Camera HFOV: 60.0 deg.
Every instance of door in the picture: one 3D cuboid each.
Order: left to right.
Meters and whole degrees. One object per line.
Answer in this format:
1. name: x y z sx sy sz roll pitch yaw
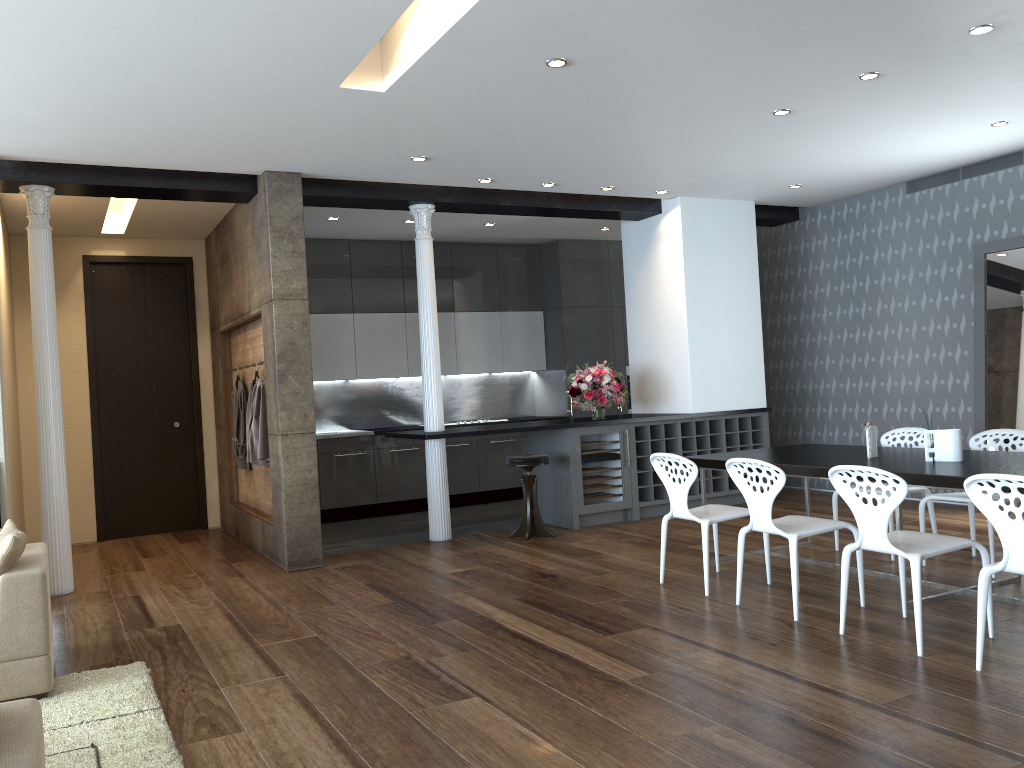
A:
1. door: -3.719 0.124 8.997 1.037 2.814 0.246 -3 0 -27

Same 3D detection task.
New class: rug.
1. rug: -3.024 1.451 2.121 4.231 0.020 2.972 -3 0 -27

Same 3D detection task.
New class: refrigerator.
1. refrigerator: 0.816 0.758 7.979 0.578 0.774 0.075 -3 0 -24

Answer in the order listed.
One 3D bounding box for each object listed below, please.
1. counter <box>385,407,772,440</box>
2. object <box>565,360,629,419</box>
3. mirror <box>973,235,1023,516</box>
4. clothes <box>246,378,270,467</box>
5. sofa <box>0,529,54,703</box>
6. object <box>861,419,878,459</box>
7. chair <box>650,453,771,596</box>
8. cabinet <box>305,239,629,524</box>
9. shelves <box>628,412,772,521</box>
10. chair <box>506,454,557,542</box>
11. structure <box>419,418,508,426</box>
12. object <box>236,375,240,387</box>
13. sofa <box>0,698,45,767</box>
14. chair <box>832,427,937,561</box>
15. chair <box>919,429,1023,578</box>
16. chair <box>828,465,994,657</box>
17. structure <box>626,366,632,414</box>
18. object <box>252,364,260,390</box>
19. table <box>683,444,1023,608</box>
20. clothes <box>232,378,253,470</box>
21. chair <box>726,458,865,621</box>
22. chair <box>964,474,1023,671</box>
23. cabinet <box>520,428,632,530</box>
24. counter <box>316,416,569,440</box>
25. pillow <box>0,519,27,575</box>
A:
1. counter: 0.720 0.356 8.430 3.700 0.040 1.000 -3 0 -27
2. object: 0.802 0.057 8.372 0.544 0.552 0.570 -3 0 -21
3. mirror: 4.272 -0.081 7.116 0.240 2.294 1.200 -3 0 -27
4. clothes: -2.135 0.321 7.436 0.173 0.735 0.700 -3 0 -29
5. sofa: -3.420 1.016 3.770 2.581 0.950 1.021 -3 0 -27
6. object: 2.145 0.328 5.350 0.076 0.233 0.161 -4 0 44
7. chair: 1.181 0.816 5.442 0.581 0.835 0.495 -3 0 -27
8. cabinet: 0.550 -0.204 10.772 7.409 2.980 0.827 -3 0 -27
9. shelves: 1.632 0.775 8.889 1.700 0.897 0.900 -3 0 -27
10. chair: 0.984 1.018 4.254 16.134 0.952 21.556 -3 0 -27
11. structure: -0.555 0.449 10.141 0.900 0.066 0.520 -3 0 -27
12. object: -2.544 -0.040 8.241 0.010 0.219 0.430 -3 0 -27
13. sofa: -2.064 0.926 1.155 2.581 0.950 1.021 -3 0 -27
14. chair: 2.615 0.737 6.158 0.581 0.835 0.495 -3 0 -27
15. chair: 2.939 0.716 5.534 0.581 0.835 0.495 -3 0 -27
16. chair: 1.831 0.773 4.159 0.581 0.835 0.495 -3 0 -27
17. structure: 1.547 0.072 11.155 0.595 0.596 0.591 -3 0 -27
18. object: -2.139 -0.067 7.435 0.010 0.219 0.430 -3 0 -27
19. table: 2.485 0.791 4.887 1.200 0.733 3.400 -3 0 -27
20. clothes: -2.538 0.374 8.238 0.141 0.855 0.569 -3 0 -27
21. chair: 1.500 0.795 4.817 0.581 0.835 0.495 -3 0 -27
22. chair: 2.169 0.750 3.551 0.581 0.835 0.495 -3 0 -27
23. cabinet: 0.595 0.832 8.349 0.642 0.897 0.900 -3 0 -27
24. counter: -1.103 0.589 9.899 3.597 0.223 0.807 -3 0 -27
25. pillow: -2.424 0.853 4.040 0.395 0.393 0.518 -3 0 -31
